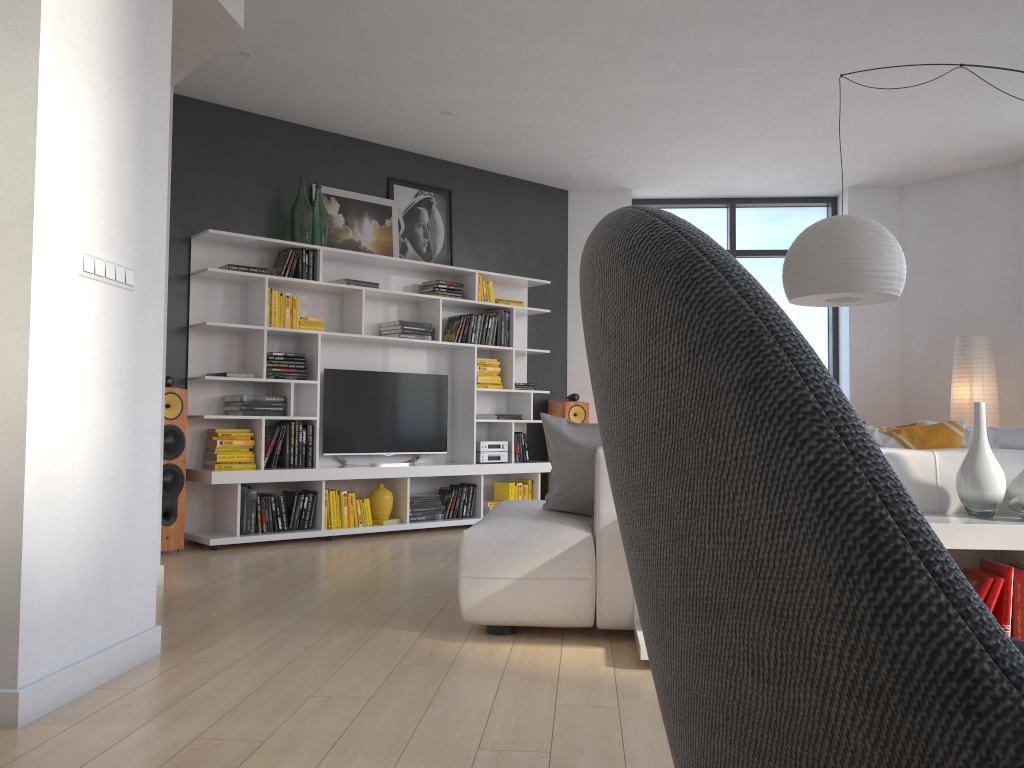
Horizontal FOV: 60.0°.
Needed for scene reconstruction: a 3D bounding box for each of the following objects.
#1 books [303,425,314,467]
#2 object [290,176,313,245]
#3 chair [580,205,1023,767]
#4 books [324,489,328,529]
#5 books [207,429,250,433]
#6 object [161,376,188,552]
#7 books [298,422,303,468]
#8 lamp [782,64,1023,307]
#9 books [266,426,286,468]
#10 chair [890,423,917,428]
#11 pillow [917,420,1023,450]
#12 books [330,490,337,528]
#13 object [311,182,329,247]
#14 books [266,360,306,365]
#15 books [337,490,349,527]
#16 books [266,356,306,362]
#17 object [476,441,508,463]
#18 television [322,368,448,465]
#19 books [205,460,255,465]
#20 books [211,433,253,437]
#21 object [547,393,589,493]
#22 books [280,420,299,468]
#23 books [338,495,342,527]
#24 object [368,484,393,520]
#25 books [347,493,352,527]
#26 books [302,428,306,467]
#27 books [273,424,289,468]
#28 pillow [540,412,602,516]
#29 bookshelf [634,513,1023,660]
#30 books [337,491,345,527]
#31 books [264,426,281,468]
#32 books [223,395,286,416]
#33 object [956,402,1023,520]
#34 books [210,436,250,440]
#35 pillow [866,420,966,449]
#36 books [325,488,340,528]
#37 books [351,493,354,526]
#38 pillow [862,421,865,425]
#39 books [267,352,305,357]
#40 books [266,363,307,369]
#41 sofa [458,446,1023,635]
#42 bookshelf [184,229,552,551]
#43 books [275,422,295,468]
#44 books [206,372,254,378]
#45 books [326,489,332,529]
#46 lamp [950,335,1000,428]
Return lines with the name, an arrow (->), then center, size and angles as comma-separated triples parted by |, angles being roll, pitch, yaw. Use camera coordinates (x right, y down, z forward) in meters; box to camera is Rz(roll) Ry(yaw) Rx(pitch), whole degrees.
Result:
books -> -1.479, 0.436, 6.264 | 0.051, 0.297, 0.230 | 3, -4, -40
object -> -1.490, -1.222, 6.286 | 0.157, 0.507, 0.157 | 2, -3, -27
chair -> 0.338, 0.373, 0.391 | 0.619, 0.891, 0.655 | 0, -3, 6
books -> -1.345, 0.867, 6.177 | 0.029, 0.270, 0.204 | 3, -4, -40
books -> -1.905, 0.316, 5.967 | 0.234, 0.024, 0.171 | 3, -3, -36
object -> -2.263, 0.497, 5.520 | 0.434, 1.088, 0.290 | -1, -3, 35
books -> -1.538, 0.425, 6.221 | 0.034, 0.315, 0.239 | 3, -4, -40
lamp -> 2.725, -0.321, 3.756 | 3.199, 2.647, 0.710 | -2, -4, 41
books -> -1.653, 0.431, 6.110 | 0.100, 0.289, 0.210 | 3, -4, -41
chair -> 2.910, 0.738, 7.219 | 0.896, 0.858, 0.843 | -2, -3, 37
pillow -> 2.411, 0.393, 4.404 | 0.580, 0.456, 2.156 | -1, -3, 31
books -> -1.306, 0.877, 6.245 | 0.066, 0.258, 0.198 | 3, -4, -40
object -> -1.408, -1.215, 6.430 | 0.157, 0.507, 0.157 | 2, -3, -27
books -> -1.601, -0.146, 6.180 | 0.264, 0.020, 0.189 | 3, -3, -37
books -> -1.230, 0.883, 6.304 | 0.055, 0.252, 0.185 | 3, -4, -42
books -> -1.610, -0.171, 6.200 | 0.284, 0.030, 0.214 | 2, -3, -32
object -> -0.222, 0.557, 7.292 | 0.285, 0.174, 0.270 | 3, -4, -40
television -> -0.949, 0.260, 6.768 | 1.102, 0.704, 0.207 | 3, -4, -40
books -> -1.886, 0.523, 5.926 | 0.269, 0.025, 0.213 | 3, -3, -37
books -> -1.882, 0.340, 5.954 | 0.234, 0.024, 0.171 | 3, -3, -36
object -> 0.466, 0.631, 7.819 | 0.290, 1.088, 0.434 | 2, -3, -25
books -> -1.560, 0.418, 6.202 | 0.026, 0.326, 0.237 | 3, -4, -40
books -> -1.257, 0.894, 6.261 | 0.042, 0.230, 0.156 | 3, -4, -42
object -> -0.967, 0.864, 6.529 | 0.185, 0.257, 0.185 | -1, -3, 27
books -> -1.194, 0.890, 6.308 | 0.043, 0.240, 0.169 | 3, -4, -41
books -> -1.508, 0.446, 6.237 | 0.028, 0.272, 0.200 | 3, -4, -40
books -> -1.604, 0.430, 6.153 | 0.028, 0.301, 0.213 | 3, -4, -40
pillow -> 1.553, 0.365, 4.012 | 2.953, 0.453, 0.647 | 1, -3, -8
bookshelf -> 1.732, 0.708, 2.979 | 2.600, 0.500, 0.356 | 0, -3, 5
books -> -1.243, 0.882, 6.279 | 0.041, 0.252, 0.180 | 3, -4, -40
books -> -1.704, 0.432, 6.090 | 0.142, 0.284, 0.232 | 3, -4, -40
books -> -1.759, 0.152, 6.064 | 0.343, 0.137, 0.277 | 3, -4, -40
object -> 1.707, 0.262, 3.061 | 0.316, 0.398, 0.319 | -1, -3, 29
books -> -1.891, 0.364, 5.950 | 0.238, 0.023, 0.167 | 2, -3, -25
pillow -> 2.193, 0.398, 4.171 | 2.095, 0.440, 0.630 | 3, -3, -38
books -> -1.282, 0.875, 6.264 | 0.038, 0.267, 0.202 | 3, -4, -40
books -> -1.188, 0.893, 6.339 | 0.043, 0.235, 0.171 | 3, -4, -42
pillow -> 1.949, 0.356, 3.655 | 2.120, 0.436, 0.608 | 0, -3, 0
books -> -1.592, -0.199, 6.181 | 0.246, 0.026, 0.180 | 2, -3, -33
books -> -1.598, -0.121, 6.177 | 0.284, 0.030, 0.214 | 2, -3, -32
sofa -> 1.597, 0.662, 4.484 | 3.424, 0.732, 2.614 | 0, -3, 5
bookshelf -> -0.870, 0.084, 6.697 | 3.000, 2.052, 0.455 | 3, -4, -40
books -> -1.583, 0.423, 6.178 | 0.034, 0.314, 0.237 | 3, -4, -40
books -> -1.880, -0.054, 5.926 | 0.266, 0.030, 0.209 | -2, -4, 43
books -> -1.329, 0.869, 6.217 | 0.048, 0.271, 0.213 | 3, -4, -40
lamp -> 3.779, 0.386, 6.884 | 0.502, 1.550, 0.804 | 2, -3, -35
